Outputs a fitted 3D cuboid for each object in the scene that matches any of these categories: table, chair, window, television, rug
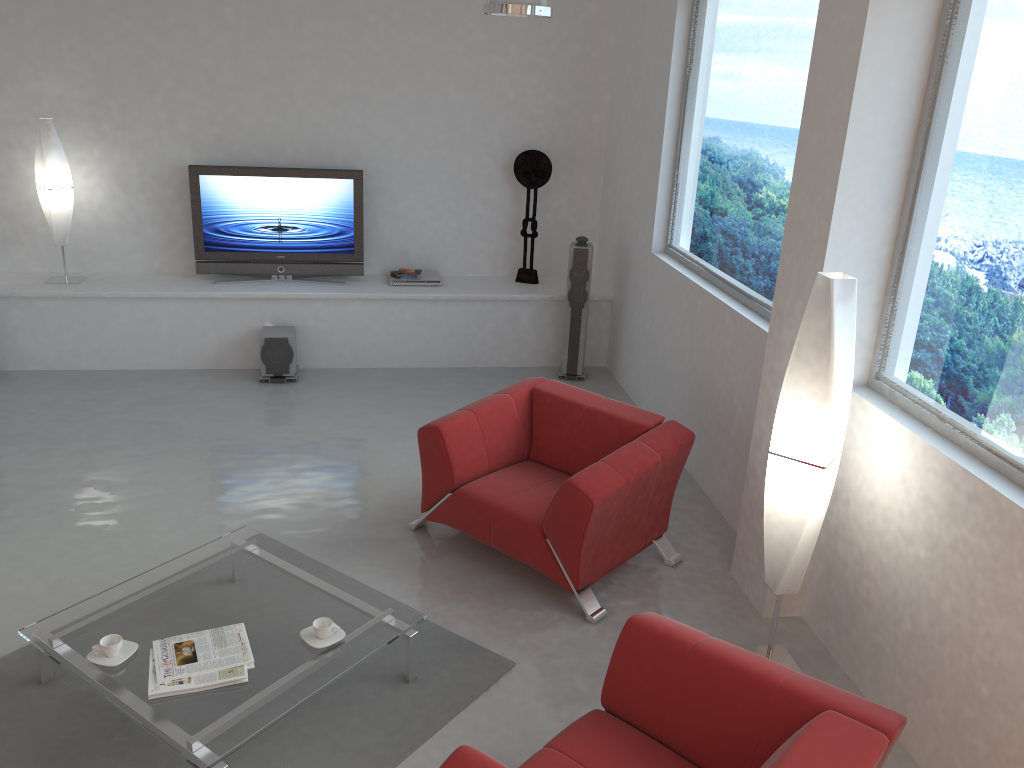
[{"bbox_3d":[-1.153,1.096,3.632,1.162,0.286,1.097,16,24,32],"label":"table"},{"bbox_3d":[0.204,0.523,4.748,1.288,0.738,0.951,19,26,37],"label":"chair"},{"bbox_3d":[1.857,-0.420,2.526,0.100,1.800,2.400,-1,20,-10],"label":"window"},{"bbox_3d":[1.408,-1.394,5.112,0.100,1.800,2.400,-1,20,-10],"label":"window"},{"bbox_3d":[0.443,1.310,2.640,0.951,0.738,1.288,19,26,37],"label":"chair"},{"bbox_3d":[-1.905,-1.303,7.268,1.356,0.919,0.343,-1,20,-10],"label":"television"},{"bbox_3d":[-1.167,1.235,3.673,1.700,0.025,1.700,16,24,32],"label":"rug"}]

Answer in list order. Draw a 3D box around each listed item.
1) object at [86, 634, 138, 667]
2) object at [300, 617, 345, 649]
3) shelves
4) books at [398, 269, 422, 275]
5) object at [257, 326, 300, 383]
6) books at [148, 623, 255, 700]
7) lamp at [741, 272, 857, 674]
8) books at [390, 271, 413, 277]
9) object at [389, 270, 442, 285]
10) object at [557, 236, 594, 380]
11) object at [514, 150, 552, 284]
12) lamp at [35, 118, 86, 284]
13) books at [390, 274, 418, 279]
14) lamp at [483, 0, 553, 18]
[{"bbox_3d":[-1.507,0.995,3.342,0.153,0.069,0.153,9,21,15],"label":"object"},{"bbox_3d":[-0.749,0.974,3.506,0.153,0.069,0.153,-15,27,-40],"label":"object"},{"bbox_3d":[-1.905,-0.809,7.329,5.500,0.050,0.650,-1,20,-10],"label":"shelves"},{"bbox_3d":[-0.869,-0.956,7.546,0.190,0.015,0.135,3,20,0],"label":"books"},{"bbox_3d":[-1.857,-0.238,7.053,0.336,0.374,0.337,-1,20,-10],"label":"object"},{"bbox_3d":[-1.167,1.031,3.341,0.367,0.035,0.345,-4,21,-19],"label":"books"},{"bbox_3d":[1.180,0.425,3.643,0.313,1.779,0.313,-4,21,-17],"label":"lamp"},{"bbox_3d":[-0.921,-0.943,7.547,0.190,0.015,0.135,-8,23,-28],"label":"books"},{"bbox_3d":[-0.834,-0.911,7.601,0.430,0.045,0.352,-1,20,-10],"label":"object"},{"bbox_3d":[0.534,-0.630,7.285,0.255,1.184,0.273,5,20,4],"label":"object"},{"bbox_3d":[0.158,-1.423,7.582,0.331,1.130,0.108,8,21,14],"label":"object"},{"bbox_3d":[-3.522,-1.408,6.859,0.263,1.239,0.263,-4,21,-17],"label":"lamp"},{"bbox_3d":[-0.921,-0.928,7.550,0.190,0.015,0.135,-16,28,-42],"label":"books"},{"bbox_3d":[0.052,-2.394,4.724,0.379,0.800,0.379,14,23,27],"label":"lamp"}]
